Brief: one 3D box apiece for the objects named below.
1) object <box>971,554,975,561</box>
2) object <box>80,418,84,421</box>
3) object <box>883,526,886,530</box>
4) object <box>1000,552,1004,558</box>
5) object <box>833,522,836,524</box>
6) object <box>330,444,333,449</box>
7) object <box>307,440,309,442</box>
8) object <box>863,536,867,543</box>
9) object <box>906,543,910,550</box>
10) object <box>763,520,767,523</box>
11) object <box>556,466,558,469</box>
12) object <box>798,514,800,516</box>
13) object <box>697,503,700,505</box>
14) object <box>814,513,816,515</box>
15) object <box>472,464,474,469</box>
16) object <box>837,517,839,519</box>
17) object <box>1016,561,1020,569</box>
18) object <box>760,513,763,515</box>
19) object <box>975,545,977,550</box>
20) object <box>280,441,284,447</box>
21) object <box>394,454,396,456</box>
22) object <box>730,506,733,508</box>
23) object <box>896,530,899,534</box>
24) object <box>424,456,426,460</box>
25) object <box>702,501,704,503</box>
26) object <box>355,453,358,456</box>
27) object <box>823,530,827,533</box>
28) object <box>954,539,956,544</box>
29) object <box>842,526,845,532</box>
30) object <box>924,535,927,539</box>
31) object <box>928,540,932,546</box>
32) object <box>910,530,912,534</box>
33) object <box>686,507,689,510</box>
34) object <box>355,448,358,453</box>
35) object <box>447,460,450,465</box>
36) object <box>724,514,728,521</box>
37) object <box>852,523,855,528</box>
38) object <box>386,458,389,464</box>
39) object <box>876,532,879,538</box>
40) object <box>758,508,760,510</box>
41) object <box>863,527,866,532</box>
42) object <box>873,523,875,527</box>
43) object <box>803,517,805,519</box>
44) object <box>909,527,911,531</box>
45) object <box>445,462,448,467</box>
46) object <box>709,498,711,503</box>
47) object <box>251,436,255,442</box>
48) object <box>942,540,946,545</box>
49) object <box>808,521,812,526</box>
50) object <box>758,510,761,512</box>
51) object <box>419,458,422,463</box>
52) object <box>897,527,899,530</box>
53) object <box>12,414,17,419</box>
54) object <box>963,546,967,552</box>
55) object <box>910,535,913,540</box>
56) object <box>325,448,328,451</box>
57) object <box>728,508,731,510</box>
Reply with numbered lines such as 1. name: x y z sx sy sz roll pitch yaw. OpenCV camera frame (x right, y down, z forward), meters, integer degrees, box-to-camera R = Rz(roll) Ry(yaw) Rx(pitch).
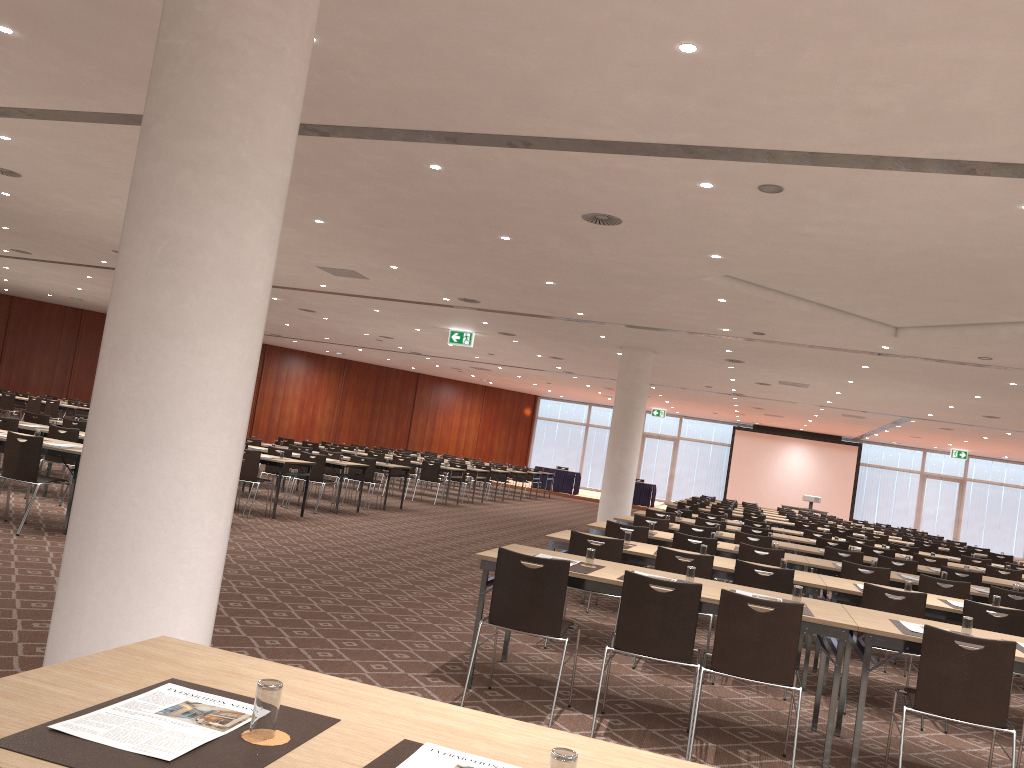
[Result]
1. object: 7.389 2.785 14.222 0.054 0.114 0.054 7 -4 27
2. object: -6.818 0.590 14.042 0.054 0.114 0.054 12 -5 -41
3. object: 9.817 3.803 23.359 0.054 0.114 0.054 12 -5 -41
4. object: 9.528 3.326 17.234 0.054 0.114 0.054 10 -4 -18
5. object: 7.249 3.167 19.937 0.054 0.114 0.054 10 -4 -18
6. object: -4.287 1.477 21.088 0.054 0.114 0.054 12 -5 -41
7. object: -4.905 1.394 21.262 0.054 0.114 0.054 12 -5 -41
8. object: 5.834 2.577 14.653 0.054 0.114 0.054 8 -4 4
9. object: 6.460 2.660 14.475 0.054 0.114 0.054 8 -4 4
10. object: 4.305 2.372 15.088 0.054 0.114 0.054 12 -5 -41
11. object: 1.679 3.121 33.237 0.054 0.114 0.054 7 -4 27
12. object: 7.132 3.297 22.036 0.054 0.114 0.054 12 -5 -41
13. object: 3.945 2.580 18.807 0.054 0.114 0.054 10 -4 -18
14. object: 8.777 3.810 25.718 0.054 0.114 0.054 12 -5 -41
15. object: -0.980 2.065 22.227 0.054 0.114 0.054 10 -4 -18
16. object: 9.391 3.892 25.542 0.054 0.114 0.054 12 -5 -41
17. object: 8.017 2.870 14.056 0.054 0.114 0.054 12 -5 -41
18. object: 5.188 2.745 18.444 0.054 0.114 0.054 12 -5 -41
19. object: 10.025 3.539 19.167 0.054 0.114 0.054 10 -4 -18
20. object: -4.560 1.185 17.558 0.054 0.114 0.054 12 -5 -41
21. object: -2.733 1.685 20.667 0.054 0.114 0.054 10 -4 -18
22. object: 5.080 2.877 20.541 0.054 0.114 0.054 10 -4 -18
23. object: 9.309 3.590 21.439 0.054 0.114 0.054 12 -5 -41
24. object: -2.218 1.900 22.589 0.054 0.114 0.054 10 -4 -18
25. object: 4.458 2.794 20.727 0.054 0.114 0.054 10 -4 -18
26. object: -3.015 1.392 17.120 0.054 0.114 0.054 8 -4 4
27. object: 5.226 2.495 14.828 0.054 0.114 0.054 8 -4 4
28. object: 10.535 3.753 21.088 0.054 0.114 0.054 10 -4 -18
29. object: 6.741 2.954 18.019 0.054 0.114 0.054 10 -4 -18
30. object: 9.916 3.671 21.272 0.054 0.114 0.054 12 -5 -41
31. object: 8.289 3.161 17.590 0.054 0.114 0.054 12 -5 -41
32. object: 10.430 3.885 23.181 0.054 0.114 0.054 12 -5 -41
33. object: 3.045 2.203 15.425 0.054 0.114 0.054 8 -4 4
34. object: -3.663 1.561 20.925 0.054 0.114 0.054 12 -5 -41
35. object: -1.600 1.983 22.415 0.054 0.114 0.054 10 -4 -18
36. object: 3.679 2.288 15.255 0.054 0.114 0.054 7 -4 27
37. object: 8.367 3.463 21.699 0.054 0.114 0.054 12 -5 -41
38. object: -2.382 1.476 16.941 0.054 0.114 0.054 8 -4 4
39. object: 7.353 3.035 17.845 0.054 0.114 0.054 10 -4 -18
40. object: 6.211 3.174 22.297 0.054 0.114 0.054 12 -5 -41
41. object: 7.865 3.250 19.770 0.054 0.114 0.054 10 -4 -18
42. object: 10.320 4.016 25.288 0.054 0.114 0.054 12 -5 -41
43. object: 6.620 3.083 20.123 0.054 0.114 0.054 10 -4 -18
44. object: 12.061 4.395 26.868 0.054 0.114 0.054 10 -4 -18
45. object: -1.506 1.849 20.310 0.054 0.114 0.054 10 -4 -18
46. object: 5.479 3.222 24.563 0.054 0.114 0.054 10 -4 -18
47. object: -5.175 1.102 17.718 0.054 0.114 0.054 12 -5 -41
48. object: 9.420 3.458 19.341 0.054 0.114 0.054 12 -5 -41
49. object: 6.113 2.869 18.183 0.054 0.114 0.054 10 -4 -18
50. object: 5.689 2.959 20.382 0.054 0.114 0.054 10 -4 -18
51. object: -2.112 1.769 20.491 0.054 0.114 0.054 10 -4 -18
52. object: 10.932 4.098 25.117 0.054 0.114 0.054 12 -5 -41
53. object: -6.710 0.459 11.956 0.054 0.114 0.054 10 -4 -18
54. object: 8.896 3.242 17.416 0.054 0.114 0.054 12 -5 -41
55. object: 8.789 3.373 19.505 0.054 0.114 0.054 12 -5 -41
56. object: -3.633 1.309 17.295 0.054 0.114 0.054 8 -4 4
57. object: 4.569 2.663 18.631 0.054 0.114 0.054 12 -5 -41
